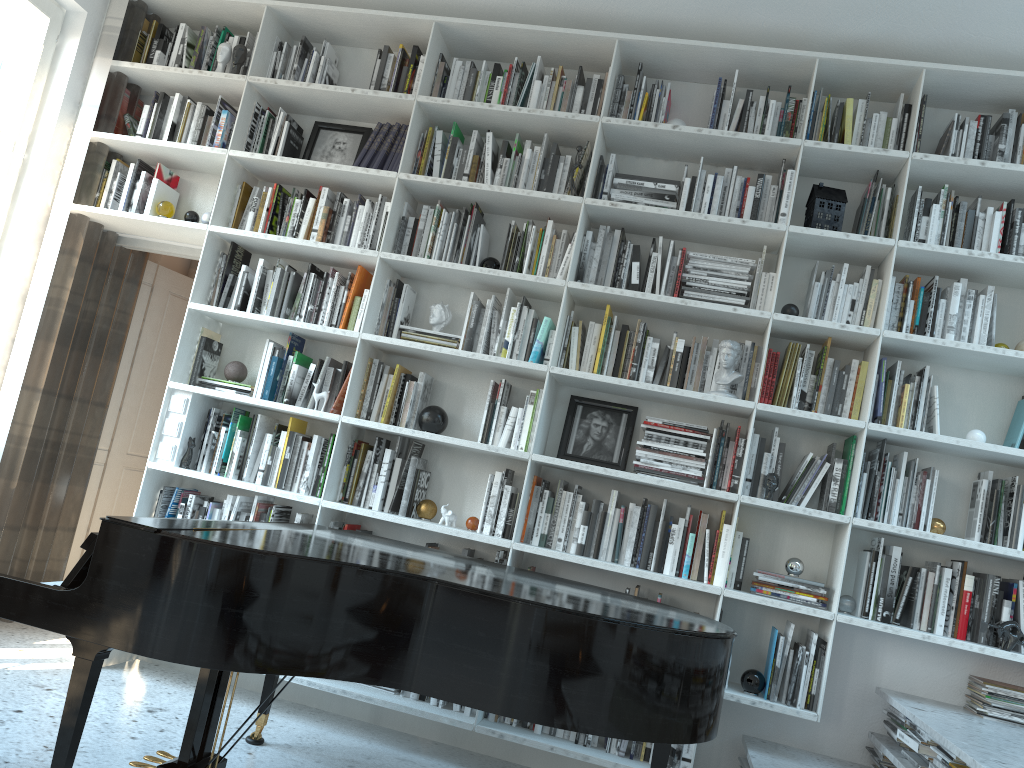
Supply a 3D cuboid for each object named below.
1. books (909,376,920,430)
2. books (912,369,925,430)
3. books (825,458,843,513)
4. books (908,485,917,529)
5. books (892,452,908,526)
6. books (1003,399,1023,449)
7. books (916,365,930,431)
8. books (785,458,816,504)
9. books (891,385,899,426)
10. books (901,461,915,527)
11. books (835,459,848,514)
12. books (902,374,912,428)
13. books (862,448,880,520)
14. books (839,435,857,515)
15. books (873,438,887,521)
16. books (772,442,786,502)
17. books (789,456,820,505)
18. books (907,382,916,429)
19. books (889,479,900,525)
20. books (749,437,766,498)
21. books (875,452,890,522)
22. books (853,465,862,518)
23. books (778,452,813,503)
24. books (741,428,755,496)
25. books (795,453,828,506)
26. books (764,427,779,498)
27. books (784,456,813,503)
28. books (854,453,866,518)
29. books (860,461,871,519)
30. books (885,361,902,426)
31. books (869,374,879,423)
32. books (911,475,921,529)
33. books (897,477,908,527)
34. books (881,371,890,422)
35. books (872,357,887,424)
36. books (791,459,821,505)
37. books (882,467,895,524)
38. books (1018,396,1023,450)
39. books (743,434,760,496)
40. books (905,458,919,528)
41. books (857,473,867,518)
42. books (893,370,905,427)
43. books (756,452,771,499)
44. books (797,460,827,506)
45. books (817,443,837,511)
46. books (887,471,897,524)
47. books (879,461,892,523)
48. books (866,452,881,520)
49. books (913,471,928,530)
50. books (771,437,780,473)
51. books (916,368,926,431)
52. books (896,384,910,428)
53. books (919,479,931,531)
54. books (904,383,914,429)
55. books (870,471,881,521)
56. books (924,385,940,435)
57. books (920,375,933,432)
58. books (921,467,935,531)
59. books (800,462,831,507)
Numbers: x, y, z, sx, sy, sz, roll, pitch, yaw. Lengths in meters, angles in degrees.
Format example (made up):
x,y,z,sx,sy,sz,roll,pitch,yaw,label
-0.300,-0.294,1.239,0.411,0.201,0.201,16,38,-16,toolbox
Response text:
x,y,z,sx,sy,sz,roll,pitch,yaw,label
1.605,0.097,3.580,0.017,0.242,0.133,11,-7,12,books
1.617,0.085,3.570,0.006,0.269,0.178,11,-7,12,books
1.285,0.416,3.568,0.029,0.222,0.171,11,-7,12,books
1.574,0.495,3.525,0.013,0.179,0.140,11,-7,12,books
1.523,0.423,3.526,0.014,0.296,0.175,11,-7,12,books
1.993,0.171,3.496,0.056,0.241,0.154,11,-7,12,books
1.634,0.080,3.573,0.013,0.287,0.159,11,-7,12,books
1.157,0.403,3.597,0.089,0.210,0.176,10,-7,12,books
1.527,0.108,3.587,0.014,0.192,0.147,11,-7,12,books
1.552,0.444,3.522,0.012,0.267,0.183,11,-7,12,books
1.312,0.421,3.573,0.021,0.226,0.148,11,-7,12,books
1.572,0.091,3.582,0.008,0.242,0.169,11,-7,12,books
1.425,0.408,3.558,0.018,0.295,0.178,11,-7,12,books
1.338,0.376,3.573,0.014,0.324,0.183,11,-7,12,books
1.463,0.393,3.569,0.007,0.341,0.149,11,-7,12,books
1.086,0.371,3.639,0.035,0.248,0.141,11,-7,12,books
1.178,0.401,3.615,0.095,0.225,0.144,10,-7,12,books
1.588,0.108,3.569,0.007,0.211,0.158,11,-7,12,books
1.499,0.475,3.523,0.013,0.186,0.184,11,-7,12,books
1.005,0.353,3.652,0.028,0.252,0.143,11,-7,12,books
1.465,0.419,3.539,0.005,0.283,0.159,11,-7,12,books
1.370,0.433,3.565,0.012,0.226,0.147,11,-7,12,books
1.142,0.390,3.598,0.095,0.228,0.190,10,-7,12,books
0.966,0.330,3.667,0.012,0.284,0.160,11,-7,12,books
1.204,0.397,3.604,0.094,0.238,0.150,11,-7,12,books
1.055,0.334,3.640,0.013,0.306,0.141,11,-7,12,books
1.153,0.398,3.614,0.088,0.219,0.138,11,-7,12,books
1.383,0.414,3.559,0.010,0.266,0.158,11,-7,12,books
1.408,0.435,3.571,0.011,0.239,0.136,11,-7,12,books
1.518,0.059,3.573,0.013,0.278,0.192,11,-7,12,books
1.454,0.081,3.607,0.015,0.220,0.155,11,-7,12,books
1.588,0.475,3.527,0.008,0.222,0.134,11,-7,12,books
1.535,0.475,3.532,0.013,0.203,0.167,11,-7,12,books
1.499,0.078,3.609,0.007,0.244,0.146,11,-7,12,books
1.479,0.050,3.597,0.035,0.287,0.192,11,-7,12,books
1.186,0.409,3.607,0.090,0.211,0.143,10,-7,12,books
1.478,0.450,3.524,0.011,0.226,0.188,11,-7,12,books
2.030,0.164,3.483,0.021,0.264,0.174,11,-7,12,books
0.981,0.344,3.662,0.024,0.263,0.154,11,-7,12,books
1.576,0.442,3.535,0.006,0.284,0.160,11,-7,12,books
1.389,0.456,3.562,0.015,0.188,0.168,11,-7,12,books
1.548,0.080,3.593,0.013,0.255,0.145,11,-7,12,books
1.021,0.384,3.623,0.027,0.192,0.182,11,-7,12,books
1.207,0.412,3.611,0.090,0.215,0.139,10,-7,12,books
1.275,0.386,3.596,0.013,0.285,0.139,11,-7,12,books
1.491,0.458,3.533,0.013,0.218,0.161,11,-7,12,books
1.470,0.439,3.538,0.013,0.248,0.165,11,-7,12,books
1.435,0.416,3.553,0.006,0.281,0.155,11,-7,12,books
1.599,0.468,3.516,0.015,0.238,0.176,11,-7,12,books
1.065,0.358,3.644,0.012,0.265,0.157,11,-7,12,books
1.624,0.085,3.575,0.006,0.273,0.167,11,-7,12,books
1.550,0.109,3.557,0.017,0.191,0.191,11,-7,12,books
1.609,0.485,3.508,0.014,0.207,0.181,11,-7,12,books
1.579,0.109,3.578,0.014,0.209,0.157,11,-7,12,books
1.438,0.457,3.553,0.013,0.204,0.154,11,-7,12,books
1.672,0.124,3.539,0.051,0.210,0.177,11,-7,12,books
1.654,0.101,3.575,0.007,0.253,0.161,11,-7,12,books
1.629,0.462,3.513,0.014,0.261,0.142,11,-7,12,books
1.216,0.419,3.597,0.091,0.205,0.169,10,-7,12,books
